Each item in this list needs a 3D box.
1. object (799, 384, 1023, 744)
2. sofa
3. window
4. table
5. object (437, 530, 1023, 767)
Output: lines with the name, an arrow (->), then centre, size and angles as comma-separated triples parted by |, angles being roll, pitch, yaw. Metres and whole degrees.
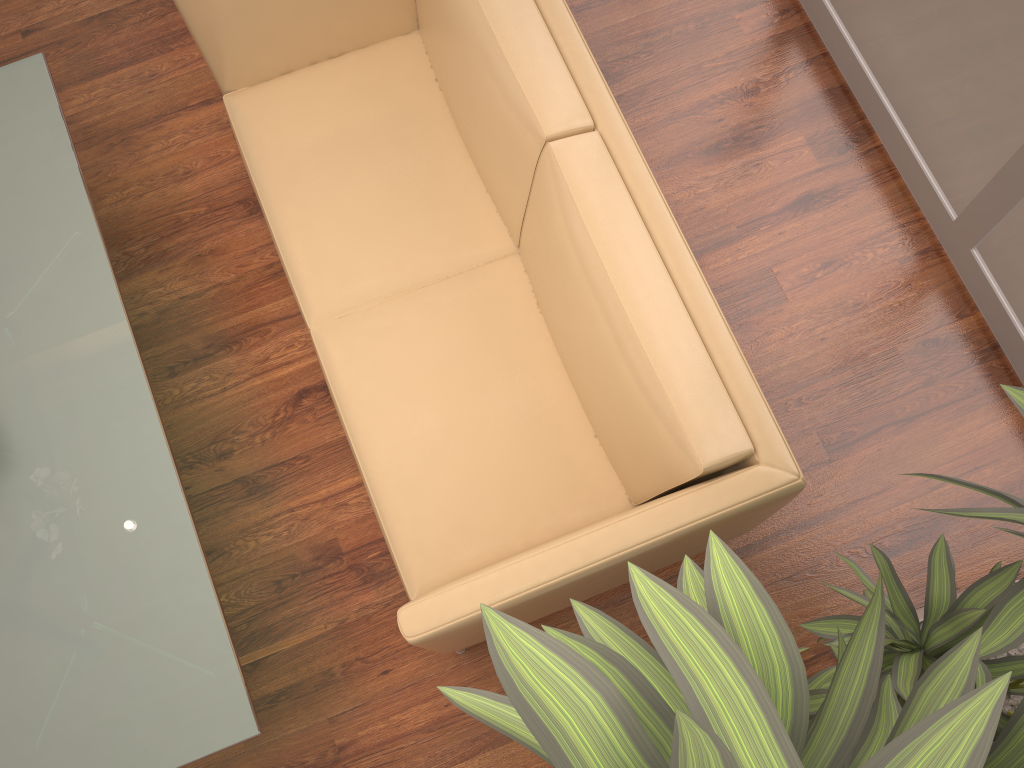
object -> 1.087, 0.516, 1.385 | 0.967, 2.158, 1.054 | -4, 72, 0
sofa -> -0.132, -0.304, 2.299 | 0.876, 0.858, 1.766 | -22, 75, -4
window -> 0.118, -3.621, 1.802 | 0.062, 3.358, 8.392 | -22, 76, -6
table -> -1.318, 0.201, 2.364 | 0.937, 0.573, 1.834 | -22, 76, -4
object -> 0.466, 0.776, 1.344 | 1.080, 2.158, 0.943 | -9, 72, -1
